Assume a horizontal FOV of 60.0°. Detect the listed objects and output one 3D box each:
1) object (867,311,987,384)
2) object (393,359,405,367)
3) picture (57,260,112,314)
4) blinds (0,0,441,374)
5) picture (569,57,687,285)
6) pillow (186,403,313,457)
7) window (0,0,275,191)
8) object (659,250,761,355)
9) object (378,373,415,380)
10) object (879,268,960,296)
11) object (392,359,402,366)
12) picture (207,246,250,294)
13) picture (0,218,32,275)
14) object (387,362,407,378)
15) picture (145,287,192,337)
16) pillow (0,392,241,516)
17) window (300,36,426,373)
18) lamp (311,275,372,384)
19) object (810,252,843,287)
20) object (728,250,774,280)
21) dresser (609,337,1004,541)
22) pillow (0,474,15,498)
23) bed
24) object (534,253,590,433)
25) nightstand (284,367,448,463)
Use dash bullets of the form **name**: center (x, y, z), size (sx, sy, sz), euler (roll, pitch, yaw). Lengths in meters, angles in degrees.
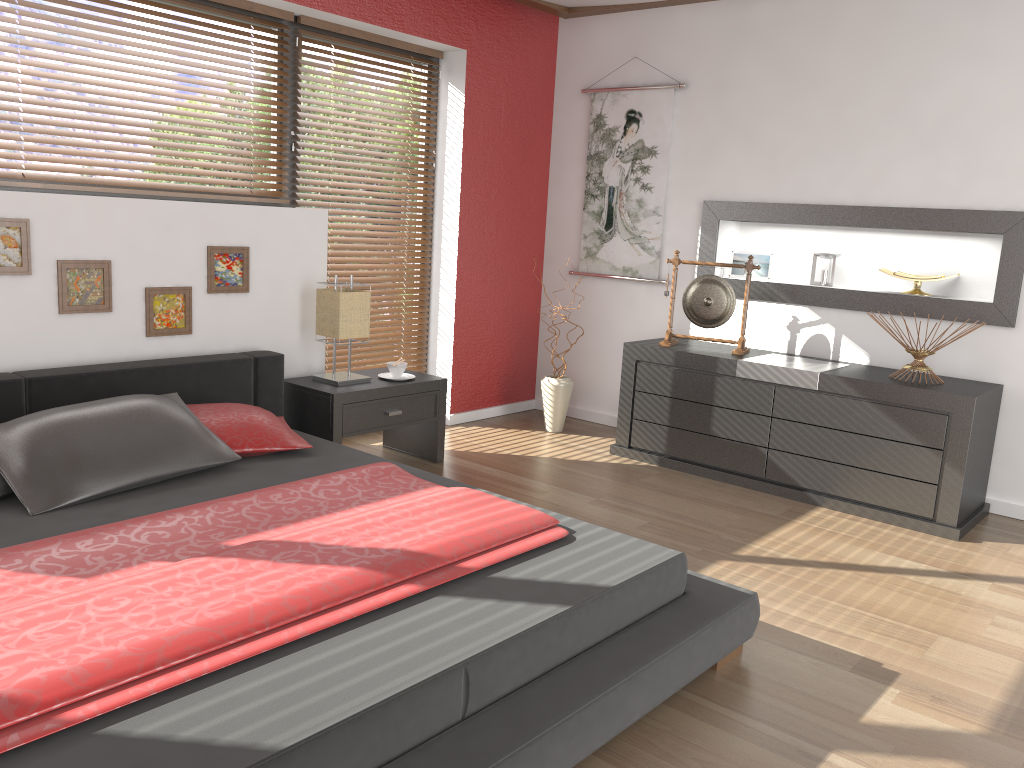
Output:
- **object**: center (1.816, -0.157, 3.942), size (0.481, 0.282, 0.481), euler (4, 10, 6)
- **object**: center (-0.541, -0.100, 4.246), size (0.007, 0.007, 0.192), euler (5, 11, 9)
- **picture**: center (-1.620, -0.370, 3.368), size (0.010, 0.200, 0.200), euler (12, 13, 39)
- **blinds**: center (-2.021, -0.589, 3.280), size (0.032, 1.952, 4.840), euler (12, 13, 39)
- **picture**: center (0.662, -1.246, 5.176), size (0.701, 1.270, 0.028), euler (12, 13, 39)
- **pillow**: center (-1.143, 0.172, 3.247), size (0.745, 0.172, 0.418), euler (-3, 12, -31)
- **window**: center (-2.038, -1.169, 3.221), size (0.020, 0.786, 2.817), euler (12, 13, 39)
- **object**: center (1.014, -0.429, 4.570), size (0.490, 0.498, 0.173), euler (8, 11, 24)
- **object**: center (-0.556, -0.034, 4.272), size (0.179, 0.012, 0.179), euler (-2, 11, -25)
- **object**: center (1.987, -0.494, 4.341), size (0.350, 0.116, 0.181), euler (9, 12, 29)
- **object**: center (-0.553, -0.105, 4.266), size (0.007, 0.007, 0.192), euler (4, 10, 4)
- **picture**: center (-1.221, -0.492, 3.823), size (0.010, 0.200, 0.200), euler (12, 13, 39)
- **picture**: center (-1.801, -0.483, 3.119), size (0.010, 0.200, 0.200), euler (12, 13, 39)
- **object**: center (-0.554, -0.066, 4.266), size (0.099, 0.069, 0.099), euler (-2, 11, -25)
- **picture**: center (-1.409, -0.298, 3.645), size (0.010, 0.200, 0.200), euler (12, 13, 39)
- **pillow**: center (-1.291, 0.185, 2.847), size (0.386, 0.241, 0.744), euler (11, 13, 34)
- **window**: center (-0.815, -0.834, 4.797), size (0.020, 1.893, 0.889), euler (12, 13, 39)
- **lamp**: center (-0.781, -0.263, 4.092), size (0.200, 0.480, 0.200), euler (12, 13, 39)
- **object**: center (1.641, -0.599, 4.642), size (0.159, 0.171, 0.159), euler (3, 10, -2)
- **object**: center (1.311, -0.653, 4.871), size (0.226, 0.146, 0.041), euler (7, 11, 19)
- **dresser**: center (1.379, 0.189, 4.374), size (1.740, 0.608, 0.540), euler (12, 13, 39)
- **pillow**: center (-1.689, 0.274, 2.522), size (0.418, 0.172, 0.745), euler (6, 11, 14)
- **bed**: center (-0.982, 0.435, 2.362), size (2.413, 0.577, 2.469), euler (12, 13, 39)
- **object**: center (0.237, -0.227, 5.085), size (0.364, 1.035, 0.422), euler (6, 11, 14)
- **nightstand**: center (-0.700, 0.185, 4.240), size (0.413, 0.423, 0.700), euler (12, 13, 39)
